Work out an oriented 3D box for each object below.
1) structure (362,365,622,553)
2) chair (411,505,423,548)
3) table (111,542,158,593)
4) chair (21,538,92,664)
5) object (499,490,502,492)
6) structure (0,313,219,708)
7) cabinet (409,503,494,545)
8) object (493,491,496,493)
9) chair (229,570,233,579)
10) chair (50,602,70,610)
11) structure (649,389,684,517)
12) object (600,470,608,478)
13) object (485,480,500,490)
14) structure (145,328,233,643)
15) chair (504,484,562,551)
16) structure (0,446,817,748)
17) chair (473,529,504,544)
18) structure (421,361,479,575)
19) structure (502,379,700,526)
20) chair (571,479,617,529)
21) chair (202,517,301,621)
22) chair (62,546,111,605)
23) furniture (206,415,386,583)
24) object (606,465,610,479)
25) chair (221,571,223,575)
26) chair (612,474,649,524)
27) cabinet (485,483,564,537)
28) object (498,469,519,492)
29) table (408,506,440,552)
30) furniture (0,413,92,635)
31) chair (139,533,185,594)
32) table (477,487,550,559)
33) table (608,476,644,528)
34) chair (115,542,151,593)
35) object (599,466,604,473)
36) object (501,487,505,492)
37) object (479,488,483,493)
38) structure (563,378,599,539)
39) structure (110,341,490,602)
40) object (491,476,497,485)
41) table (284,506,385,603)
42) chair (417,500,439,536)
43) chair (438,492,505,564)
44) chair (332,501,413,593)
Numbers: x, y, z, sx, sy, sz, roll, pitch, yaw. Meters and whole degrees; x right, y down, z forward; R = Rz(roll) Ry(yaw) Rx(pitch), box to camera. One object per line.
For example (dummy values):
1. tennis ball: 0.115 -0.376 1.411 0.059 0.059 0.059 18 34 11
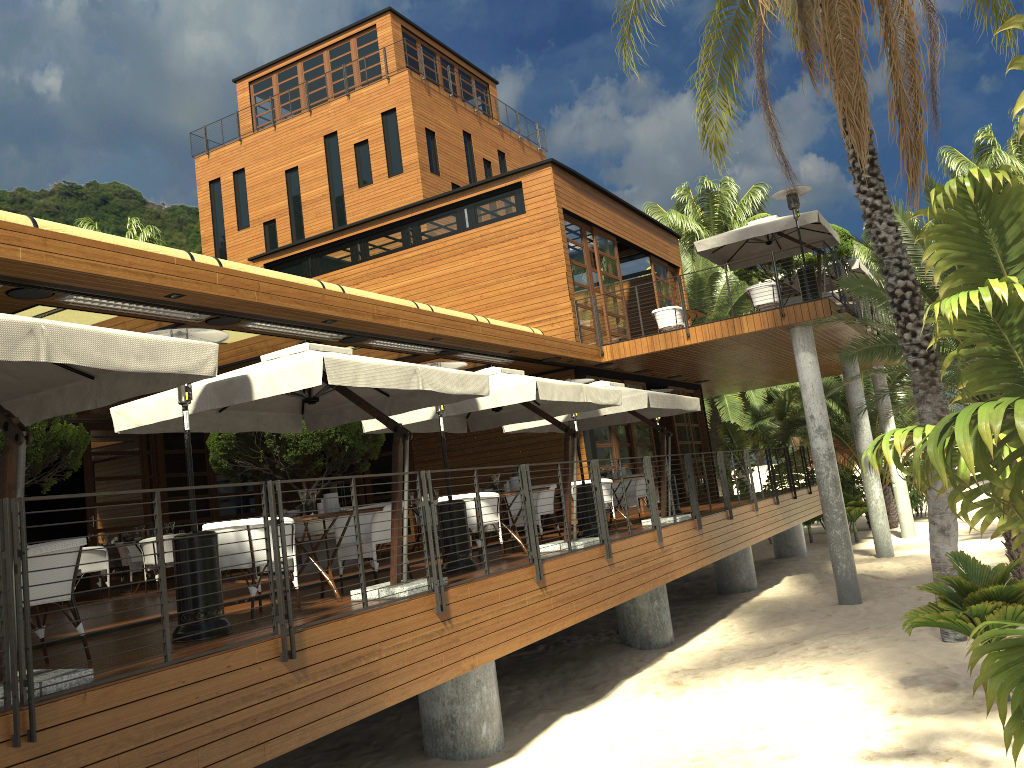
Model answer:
1. structure: -0.107 0.918 10.915 2.409 2.339 2.411 -12 -9 28
2. chair: -1.442 2.496 15.741 0.628 0.790 0.615 -5 -8 -16
3. table: -5.376 2.730 13.367 1.165 0.751 1.163 -9 -8 8
4. chair: -3.017 1.399 5.556 0.626 0.790 0.616 -12 -9 29
5. object: -0.158 1.345 11.079 0.080 0.042 0.080 -6 -8 -10
6. structure: -3.380 0.595 5.023 2.409 2.339 2.411 -12 -9 28
7. cabinet: -1.183 2.679 17.594 1.608 0.840 0.556 -11 -9 28
8. object: -0.314 1.307 10.554 0.294 0.025 0.170 -11 -8 28
9. chair: -4.716 2.683 13.832 0.617 0.790 0.626 -1 -10 -40
10. chair: -6.102 2.569 11.510 0.626 0.790 0.616 -13 -10 34
11. structure: 2.554 1.166 15.087 0.699 2.198 0.698 -10 -9 16
12. object: 1.408 1.431 13.913 0.162 0.179 0.168 -12 -9 30
13. object: -0.247 1.268 10.934 0.162 0.179 0.168 -12 -9 30
14. structure: -2.300 0.687 6.347 0.699 2.198 0.698 -10 -9 16
15. chair: 0.301 1.726 11.529 0.626 0.790 0.616 -12 -9 29
16. structure: 1.421 1.507 11.143 0.163 1.156 26.241 -12 -8 28
17. chair: -0.458 2.282 15.085 0.617 0.790 0.625 -5 -8 -16
18. structure: -0.687 0.846 9.252 0.699 2.198 0.698 -10 -9 16
19. structure: 1.529 1.079 13.861 2.409 2.339 2.411 -12 -9 28
20. chair: 1.182 1.820 13.167 0.626 0.790 0.616 -12 -9 29
21. chair: -2.129 1.493 7.205 0.626 0.790 0.616 -12 -9 29
22. chair: -6.171 2.735 12.740 0.617 0.790 0.626 -1 -10 -40
23. furniture: -3.182 1.458 13.369 2.613 2.730 2.690 -10 -8 19
24. object: 1.483 1.353 13.593 0.082 0.227 0.082 -12 -9 29
25. chair: -4.955 2.970 15.822 0.617 0.790 0.625 -5 -8 -16
26. chair: 1.956 1.890 14.510 0.626 0.790 0.616 -12 -9 29
27. cabinet: 0.221 2.396 16.837 1.608 0.840 0.556 -11 -9 28
28. object: 0.007 1.175 10.798 0.263 0.264 0.262 -5 -8 -17
29. table: -1.380 2.405 14.953 1.163 0.751 1.165 -12 -9 33
30. furniture: -5.753 1.222 8.880 2.570 2.730 2.711 -7 -8 -7
31. chair: -4.938 2.565 12.682 0.627 0.790 0.615 -1 -10 -40
32. table: -0.092 1.704 10.805 0.930 0.751 0.930 -12 -9 28
33. table: 1.553 1.866 13.767 0.930 0.751 0.930 -12 -9 28
34. chair: -5.893 2.861 14.007 0.627 0.790 0.615 -1 -10 -40
35. object: 1.448 1.428 14.142 0.082 0.227 0.082 -12 -9 29
36. object: -0.074 1.317 11.036 0.116 0.065 0.116 -11 -8 26
37. object: -0.387 1.311 10.755 0.086 0.086 0.086 -13 -9 33
38. structure: 0.932 1.006 12.166 0.699 2.198 0.698 -10 -9 16
39. structure: -1.744 0.756 7.969 2.409 2.339 2.411 -12 -9 28
40. object: -0.207 1.265 11.163 0.082 0.227 0.082 -12 -9 29
41. table: -1.733 1.542 7.851 0.930 0.751 0.930 -12 -9 28
42. chair: -1.145 2.250 14.127 0.628 0.790 0.615 -5 -8 -16
43. chair: -0.473 1.656 10.186 0.626 0.790 0.616 -12 -9 29
44. chair: -1.326 1.566 8.600 0.626 0.790 0.616 -12 -9 29
